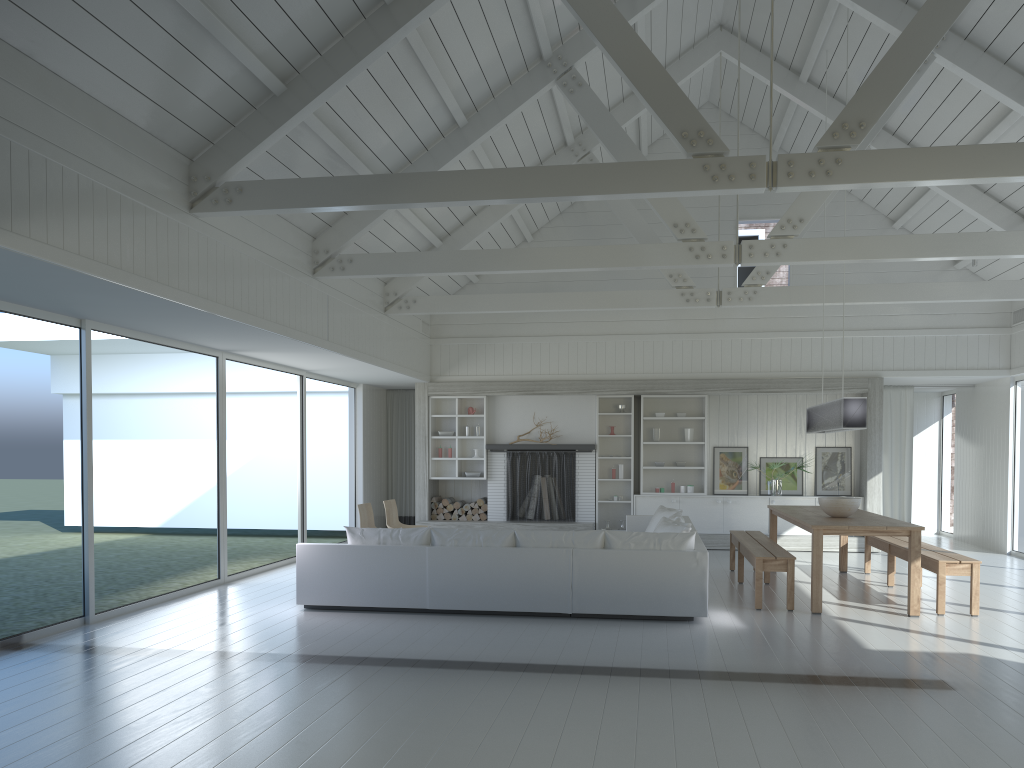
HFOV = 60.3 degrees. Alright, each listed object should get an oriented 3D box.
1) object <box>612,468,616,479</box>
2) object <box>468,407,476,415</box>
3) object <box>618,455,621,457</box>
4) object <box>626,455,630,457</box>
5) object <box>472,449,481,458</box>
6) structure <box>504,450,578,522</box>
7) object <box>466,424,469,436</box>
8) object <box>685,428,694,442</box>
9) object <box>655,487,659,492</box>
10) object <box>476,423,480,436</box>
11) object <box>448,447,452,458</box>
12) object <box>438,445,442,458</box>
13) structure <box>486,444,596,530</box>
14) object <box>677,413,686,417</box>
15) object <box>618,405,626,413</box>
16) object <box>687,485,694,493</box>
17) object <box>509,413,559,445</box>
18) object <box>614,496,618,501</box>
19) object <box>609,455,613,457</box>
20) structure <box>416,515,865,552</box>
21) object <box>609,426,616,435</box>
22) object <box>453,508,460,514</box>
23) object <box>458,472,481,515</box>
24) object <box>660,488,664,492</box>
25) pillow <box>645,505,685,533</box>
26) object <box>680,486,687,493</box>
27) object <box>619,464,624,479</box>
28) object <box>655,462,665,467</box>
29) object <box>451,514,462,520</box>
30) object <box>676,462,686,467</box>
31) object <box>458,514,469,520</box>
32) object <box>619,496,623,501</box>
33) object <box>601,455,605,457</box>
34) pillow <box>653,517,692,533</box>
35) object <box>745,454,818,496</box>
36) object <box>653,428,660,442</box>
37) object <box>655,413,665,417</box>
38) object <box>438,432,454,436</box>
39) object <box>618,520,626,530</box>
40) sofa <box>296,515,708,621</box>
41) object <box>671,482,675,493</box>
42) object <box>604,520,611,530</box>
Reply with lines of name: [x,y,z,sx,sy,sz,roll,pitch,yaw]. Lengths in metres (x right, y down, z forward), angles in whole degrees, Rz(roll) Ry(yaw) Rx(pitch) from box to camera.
object: [1.502,1.299,13.001,0.054,0.197,0.054,0,1,8]
object: [-0.607,0.403,13.198,0.059,0.127,0.231,0,-2,-36]
object: [1.589,1.066,13.017,0.054,0.025,0.054,0,-3,9]
object: [1.714,1.069,13.052,0.054,0.025,0.054,0,-3,9]
object: [-0.532,1.042,13.213,0.137,0.130,0.137,0,-1,-3]
structure: [0.417,1.505,12.942,1.097,1.067,0.116,0,2,9]
object: [-0.668,0.690,13.227,0.054,0.197,0.054,0,1,10]
object: [2.575,0.744,12.805,0.102,0.197,0.102,0,1,-36]
object: [2.125,1.549,12.893,0.054,0.071,0.054,0,-1,-12]
object: [-0.504,0.688,13.201,0.054,0.197,0.054,0,1,10]
object: [-0.931,1.013,13.279,0.054,0.197,0.054,0,1,10]
object: [-1.081,1.015,13.303,0.054,0.197,0.054,0,1,10]
structure: [0.473,1.556,13.293,1.616,1.290,0.858,0,0,9]
object: [2.489,0.465,12.953,0.141,0.066,0.141,0,-3,9]
object: [1.612,0.369,12.924,0.161,0.124,0.161,-2,-3,42]
object: [2.594,1.523,12.803,0.085,0.112,0.085,0,-1,44]
object: [0.398,0.648,12.914,0.782,0.504,0.457,1,-1,-21]
object: [1.530,1.683,13.010,0.054,0.071,0.054,0,-1,8]
object: [1.463,1.063,12.982,0.054,0.025,0.054,0,-3,9]
structure: [1.869,2.237,13.392,6.348,0.347,1.883,-1,-4,9]
object: [1.478,0.691,12.983,0.137,0.130,0.137,1,-2,-38]
object: [-0.814,1.938,13.474,0.080,0.080,0.478,0,-4,7]
object: [-0.661,1.663,13.418,0.341,0.645,0.612,0,-1,-6]
object: [2.198,1.555,12.908,0.058,0.061,0.057,0,-1,-13]
pillow: [1.759,1.669,10.030,0.462,0.478,2.058,0,-4,1]
object: [2.511,1.538,12.885,0.091,0.096,0.090,-1,-2,43]
object: [1.607,1.290,12.981,0.072,0.212,0.071,0,1,9]
object: [2.160,1.173,12.885,0.141,0.066,0.141,0,-3,9]
object: [-0.824,2.011,13.499,0.105,0.115,0.517,0,-4,8]
object: [2.488,1.181,12.976,0.141,0.066,0.141,0,-3,9]
object: [-0.696,2.043,13.487,0.134,0.147,0.548,0,-4,9]
object: [1.603,1.687,12.997,0.058,0.061,0.057,0,-1,9]
object: [1.337,1.060,12.947,0.054,0.025,0.054,0,-3,9]
pillow: [1.458,1.540,8.394,0.466,0.478,1.319,0,-4,0]
object: [3.800,1.271,12.441,0.971,0.631,0.621,0,-1,7]
object: [2.112,0.749,12.879,0.102,0.197,0.102,0,0,9]
object: [2.162,0.457,12.862,0.141,0.066,0.141,0,-3,9]
object: [-0.997,0.756,13.297,0.242,0.072,0.242,1,-4,-6]
object: [1.630,2.079,13.002,0.137,0.130,0.137,1,-2,-38]
sofa: [0.182,1.728,9.353,3.476,0.739,4.136,-1,-4,9]
object: [2.352,1.485,12.871,0.054,0.197,0.054,0,1,8]
object: [1.413,2.082,13.036,0.137,0.130,0.137,1,-2,-38]
